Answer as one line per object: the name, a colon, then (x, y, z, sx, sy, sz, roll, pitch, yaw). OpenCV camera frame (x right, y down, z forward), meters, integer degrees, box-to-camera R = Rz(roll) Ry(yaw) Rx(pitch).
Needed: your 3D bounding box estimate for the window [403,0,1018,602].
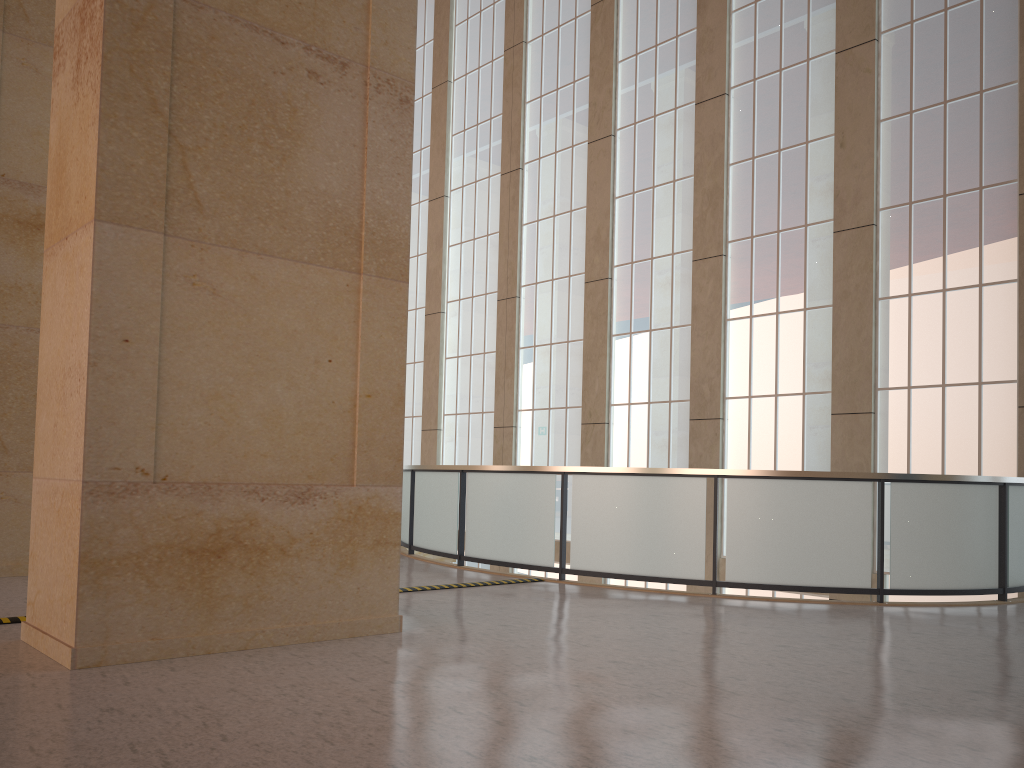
window: (-38.690, 4.605, 67.376, 0.010, 28.566, 165.117, 4, -6, -41)

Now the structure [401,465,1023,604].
structure: (1.978, 2.438, 15.865, 13.086, 1.789, 5.264, -3, -7, 38)
